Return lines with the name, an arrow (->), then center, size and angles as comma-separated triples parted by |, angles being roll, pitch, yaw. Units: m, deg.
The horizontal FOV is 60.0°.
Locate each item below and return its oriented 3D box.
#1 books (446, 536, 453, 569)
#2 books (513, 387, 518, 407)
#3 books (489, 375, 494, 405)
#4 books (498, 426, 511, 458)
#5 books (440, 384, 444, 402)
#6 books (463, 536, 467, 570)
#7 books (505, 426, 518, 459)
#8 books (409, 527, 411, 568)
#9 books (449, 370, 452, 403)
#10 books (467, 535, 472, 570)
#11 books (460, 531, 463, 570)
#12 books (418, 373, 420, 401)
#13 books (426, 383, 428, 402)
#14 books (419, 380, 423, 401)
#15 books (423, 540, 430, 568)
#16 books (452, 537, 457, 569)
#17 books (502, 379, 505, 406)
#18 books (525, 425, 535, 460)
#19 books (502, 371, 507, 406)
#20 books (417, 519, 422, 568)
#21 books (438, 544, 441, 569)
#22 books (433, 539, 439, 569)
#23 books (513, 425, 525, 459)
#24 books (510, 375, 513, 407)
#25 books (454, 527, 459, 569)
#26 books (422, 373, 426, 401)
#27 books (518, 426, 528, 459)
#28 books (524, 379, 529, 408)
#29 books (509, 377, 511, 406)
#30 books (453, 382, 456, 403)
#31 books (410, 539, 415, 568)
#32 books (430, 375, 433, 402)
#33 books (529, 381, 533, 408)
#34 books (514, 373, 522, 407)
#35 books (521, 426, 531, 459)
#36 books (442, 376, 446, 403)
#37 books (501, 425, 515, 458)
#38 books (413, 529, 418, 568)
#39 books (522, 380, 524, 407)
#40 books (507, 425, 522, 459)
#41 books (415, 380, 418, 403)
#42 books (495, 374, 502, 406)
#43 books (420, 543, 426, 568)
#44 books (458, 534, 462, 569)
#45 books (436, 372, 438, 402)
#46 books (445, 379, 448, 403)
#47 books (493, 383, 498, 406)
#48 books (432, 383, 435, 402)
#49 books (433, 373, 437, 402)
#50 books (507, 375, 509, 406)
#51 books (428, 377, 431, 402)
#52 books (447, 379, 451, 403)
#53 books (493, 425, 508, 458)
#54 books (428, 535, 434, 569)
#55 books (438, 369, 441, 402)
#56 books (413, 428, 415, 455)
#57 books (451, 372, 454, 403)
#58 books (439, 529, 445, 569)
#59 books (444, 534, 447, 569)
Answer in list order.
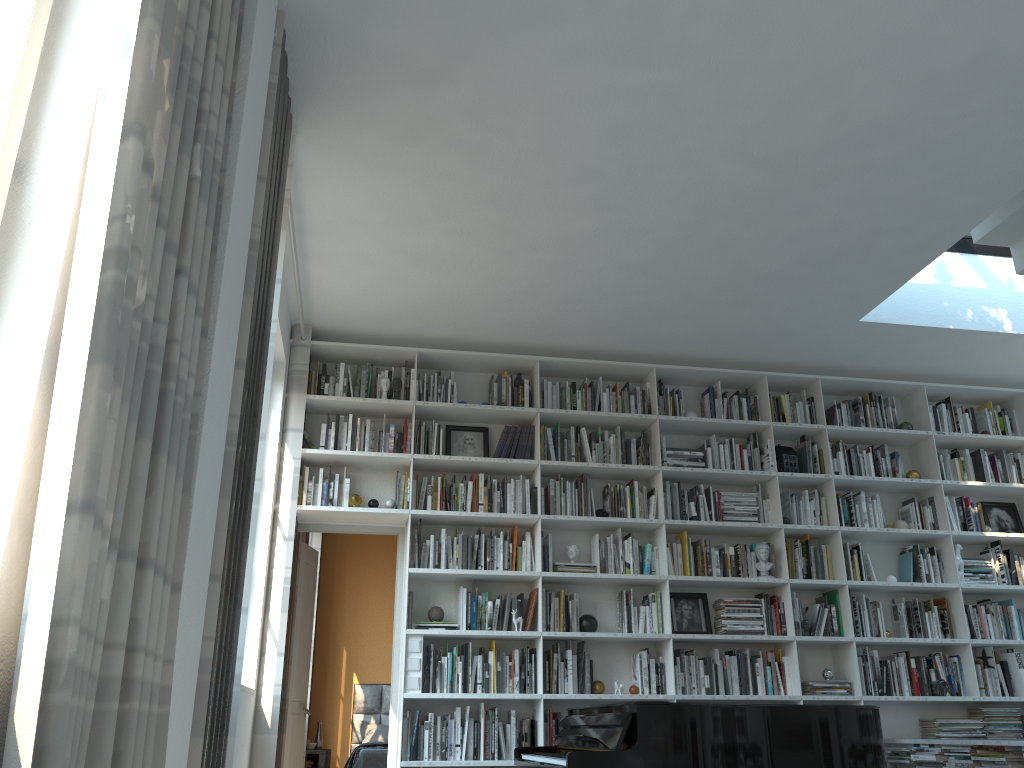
books -> -0.413, 1.123, 5.777 | 0.049, 0.242, 0.140 | 3, -21, -9
books -> 0.013, 0.142, 6.210 | 0.027, 0.189, 0.178 | 3, -21, -9
books -> -0.147, 0.096, 6.212 | 0.013, 0.276, 0.151 | 3, -21, -9
books -> -0.072, 0.445, 6.095 | 0.110, 0.278, 0.175 | 4, -21, -9
books -> -0.493, 0.114, 6.127 | 0.026, 0.182, 0.162 | 3, -21, -9
books -> -0.315, 1.122, 5.765 | 0.024, 0.236, 0.167 | 3, -21, -9
books -> -0.027, 0.447, 6.102 | 0.110, 0.278, 0.175 | 4, -21, -9
books -> -0.669, 1.085, 5.736 | 0.012, 0.284, 0.160 | 3, -21, -9
books -> -0.432, 0.066, 6.167 | 0.007, 0.300, 0.146 | 3, -21, -9
books -> -0.284, 1.124, 5.779 | 0.023, 0.241, 0.185 | 3, -21, -9
books -> -0.335, 1.111, 5.783 | 0.011, 0.270, 0.158 | 3, -21, -9
books -> -0.650, 0.071, 6.122 | 0.007, 0.257, 0.157 | 3, -21, -9
books -> -0.595, 0.107, 6.125 | 0.017, 0.193, 0.129 | 3, -21, -9
books -> -0.631, 0.095, 6.116 | 0.032, 0.209, 0.159 | 3, -21, -9
books -> -0.559, 1.126, 5.736 | 0.042, 0.208, 0.144 | 3, -21, -9
books -> -0.378, 1.125, 5.762 | 0.014, 0.229, 0.149 | 3, -21, -9
books -> -0.072, 0.107, 6.202 | 0.028, 0.248, 0.156 | 3, -21, -9
books -> 0.105, 0.445, 6.112 | 0.078, 0.284, 0.175 | 3, -21, -9
books -> -0.056, 0.085, 6.242 | 0.014, 0.319, 0.137 | 3, -21, -9
books -> -0.603, 1.056, 5.728 | 0.012, 0.332, 0.185 | 3, -21, -9
books -> -0.482, 1.147, 5.762 | 0.021, 0.187, 0.129 | 3, -21, -9
books -> -0.499, 1.122, 5.720 | 0.028, 0.203, 0.189 | 3, -21, -9
books -> 0.035, 0.446, 6.114 | 0.078, 0.284, 0.175 | 3, -21, -9
books -> -0.017, 0.099, 6.216 | 0.011, 0.273, 0.184 | 3, -21, -9
books -> -0.365, 1.095, 5.773 | 0.011, 0.292, 0.184 | 3, -21, -9
books -> -0.608, 0.076, 6.120 | 0.012, 0.248, 0.180 | 3, -21, -9
books -> 0.057, 0.449, 6.122 | 0.078, 0.284, 0.175 | 3, -21, -9
books -> 0.088, 0.117, 6.233 | 0.031, 0.253, 0.179 | 3, -21, -9
books -> -0.027, 0.103, 6.211 | 0.010, 0.262, 0.157 | 3, -21, -9
books -> -0.407, 0.112, 6.148 | 0.014, 0.201, 0.171 | 3, -21, -9
books -> -0.648, 1.118, 5.717 | 0.026, 0.208, 0.155 | 3, -21, -9
books -> -0.564, 0.082, 6.128 | 0.016, 0.242, 0.157 | 3, -21, -9
books -> 0.121, 0.126, 6.252 | 0.039, 0.251, 0.147 | 3, -21, -9
books -> 0.041, 0.090, 6.223 | 0.025, 0.296, 0.164 | 3, -21, -9
books -> 0.080, 0.449, 6.122 | 0.078, 0.284, 0.175 | 3, -21, -9
books -> -0.475, 0.084, 6.148 | 0.013, 0.251, 0.129 | 3, -21, -9
books -> -0.046, 0.440, 6.082 | 0.110, 0.278, 0.175 | 4, -21, -9
books -> -0.622, 1.087, 5.716 | 0.027, 0.265, 0.176 | 3, -21, -9
books -> 0.060, 0.117, 6.242 | 0.022, 0.259, 0.152 | 3, -21, -9
books -> 0.006, 0.440, 6.089 | 0.097, 0.281, 0.175 | 4, -21, -9
books -> -0.661, 0.094, 6.105 | 0.017, 0.203, 0.143 | 3, -21, -9
books -> -0.098, 0.092, 6.204 | 0.024, 0.278, 0.188 | 3, -21, -9
books -> -0.580, 1.130, 5.711 | 0.037, 0.181, 0.190 | 3, -21, -9
books -> -0.348, 1.114, 5.760 | 0.021, 0.246, 0.189 | 3, -21, -9
books -> -0.523, 0.069, 6.135 | 0.007, 0.271, 0.155 | 3, -21, -9
books -> -0.461, 0.097, 6.135 | 0.013, 0.219, 0.182 | 3, -21, -9
books -> -0.125, 0.121, 6.194 | 0.028, 0.217, 0.153 | 3, -21, -9
books -> -0.551, 0.110, 6.130 | 0.014, 0.191, 0.147 | 3, -21, -9
books -> -0.535, 0.074, 6.132 | 0.016, 0.260, 0.155 | 3, -21, -9
books -> -0.040, 0.098, 6.224 | 0.013, 0.282, 0.167 | 3, -21, -9
books -> -0.578, 0.088, 6.118 | 0.013, 0.224, 0.177 | 3, -21, -9
books -> -0.443, 0.099, 6.130 | 0.021, 0.213, 0.174 | 3, -21, -9
books -> -0.093, 0.440, 6.083 | 0.110, 0.278, 0.175 | 4, -21, -9
books -> -0.525, 1.109, 5.731 | 0.022, 0.234, 0.178 | 3, -21, -9
books -> -0.510, 0.061, 6.124 | 0.015, 0.278, 0.191 | 3, -21, -9
books -> -0.668, 0.430, 5.998 | 0.006, 0.232, 0.136 | 3, -21, -9
books -> -0.424, 0.075, 6.178 | 0.015, 0.292, 0.131 | 3, -21, -9
books -> -0.456, 1.097, 5.762 | 0.023, 0.280, 0.175 | 3, -21, -9
books -> -0.438, 1.111, 5.750 | 0.011, 0.245, 0.177 | 3, -21, -9
